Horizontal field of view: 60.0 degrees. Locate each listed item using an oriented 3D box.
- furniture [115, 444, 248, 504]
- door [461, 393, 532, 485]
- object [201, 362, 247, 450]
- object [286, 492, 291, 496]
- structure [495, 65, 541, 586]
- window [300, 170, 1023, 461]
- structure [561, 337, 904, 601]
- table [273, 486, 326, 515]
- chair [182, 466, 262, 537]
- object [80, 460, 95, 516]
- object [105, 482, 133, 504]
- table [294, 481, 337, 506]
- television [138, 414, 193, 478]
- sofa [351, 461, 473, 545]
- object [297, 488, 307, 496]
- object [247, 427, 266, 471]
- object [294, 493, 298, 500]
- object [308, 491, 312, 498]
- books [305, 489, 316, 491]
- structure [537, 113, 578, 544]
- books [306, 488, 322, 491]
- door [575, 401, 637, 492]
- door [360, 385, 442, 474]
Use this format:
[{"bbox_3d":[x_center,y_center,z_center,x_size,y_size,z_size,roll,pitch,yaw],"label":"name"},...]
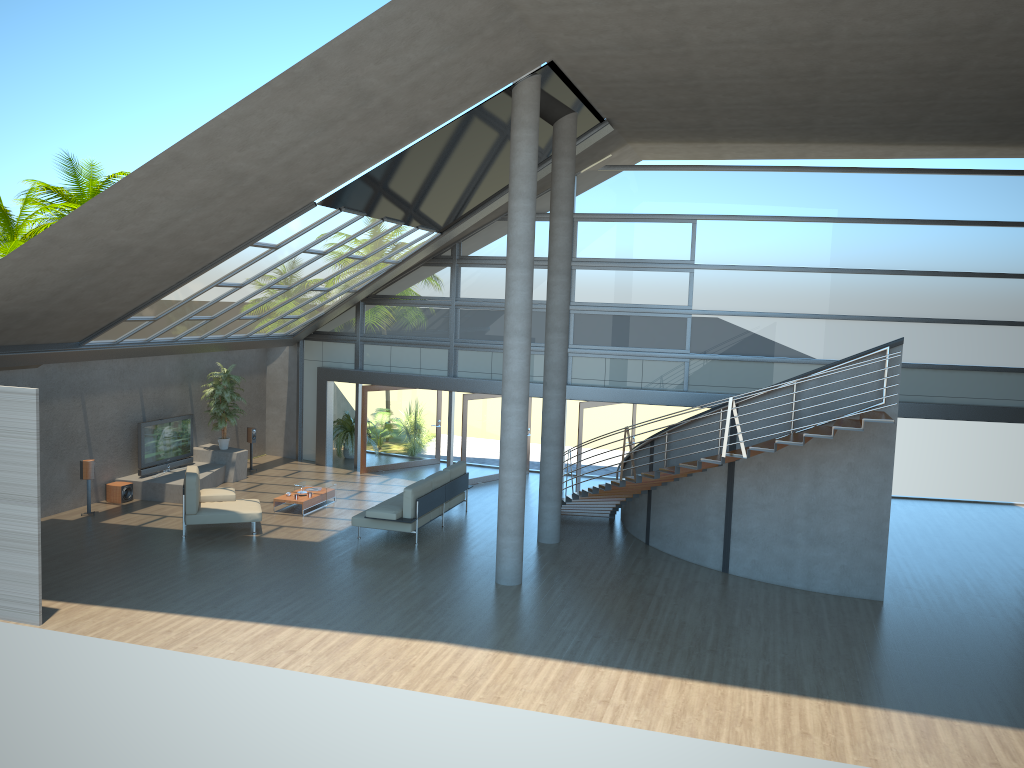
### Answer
[{"bbox_3d":[-6.307,1.770,17.878,1.577,0.610,2.936,4,6,16],"label":"furniture"},{"bbox_3d":[-0.319,1.138,19.504,0.200,1.977,2.298,6,7,39],"label":"door"},{"bbox_3d":[-6.089,0.458,18.718,0.932,1.857,0.895,0,6,-25],"label":"object"},{"bbox_3d":[-4.088,2.006,16.235,0.102,0.086,0.100,4,6,20],"label":"object"},{"bbox_3d":[0.079,-0.758,12.197,0.381,7.125,0.382,4,6,16],"label":"structure"},{"bbox_3d":[2.908,-0.976,18.366,16.616,6.630,1.098,3,5,14],"label":"window"},{"bbox_3d":[2.674,0.955,13.625,2.349,3.653,6.809,-2,7,-36],"label":"structure"},{"bbox_3d":[-3.846,2.160,16.483,0.600,0.250,1.200,4,6,16],"label":"table"},{"bbox_3d":[-4.827,1.904,14.777,1.244,1.023,1.217,0,6,-18],"label":"chair"},{"bbox_3d":[-7.326,1.789,15.312,0.234,0.959,0.171,0,6,-18],"label":"object"},{"bbox_3d":[-7.290,2.004,16.421,0.425,0.323,0.362,4,6,16],"label":"object"},{"bbox_3d":[-3.731,2.075,16.861,0.680,0.342,0.400,4,6,16],"label":"table"},{"bbox_3d":[-6.812,1.204,17.498,0.396,1.063,1.568,4,6,16],"label":"television"},{"bbox_3d":[-1.705,1.993,15.551,1.166,0.947,3.079,4,5,16],"label":"sofa"},{"bbox_3d":[-3.857,1.970,16.306,0.178,0.161,0.178,-1,6,-32],"label":"object"},{"bbox_3d":[-8.040,1.548,17.774,7.863,0.982,21.345,4,6,19],"label":"object"},{"bbox_3d":[-3.896,2.028,15.995,0.085,0.101,0.070,3,5,15],"label":"object"},{"bbox_3d":[-3.682,2.017,16.191,0.070,0.101,0.085,7,7,44],"label":"object"},{"bbox_3d":[-3.786,2.005,16.793,0.275,0.005,0.189,2,5,-4],"label":"books"},{"bbox_3d":[0.733,-0.941,14.422,0.381,7.125,0.382,-1,6,-30],"label":"structure"},{"bbox_3d":[-3.755,1.999,16.837,0.275,0.005,0.189,2,5,-1],"label":"books"},{"bbox_3d":[2.019,1.289,18.771,0.200,1.977,2.298,6,7,37],"label":"door"},{"bbox_3d":[-2.522,0.971,20.453,2.298,1.977,0.200,-3,7,-45],"label":"door"}]
